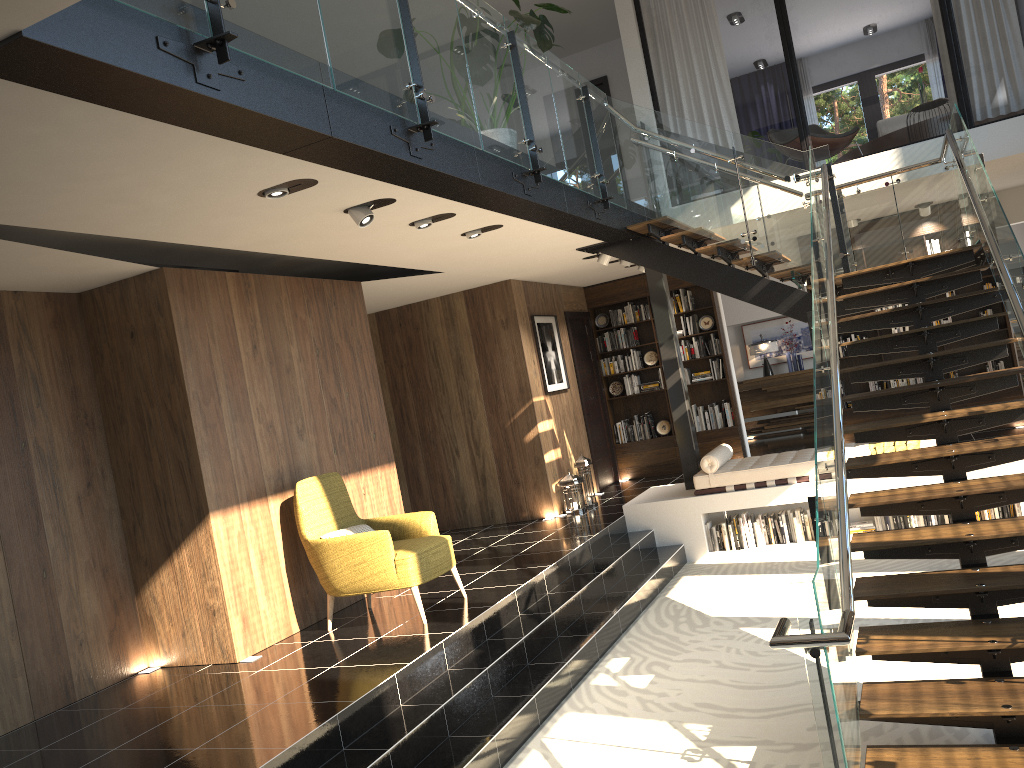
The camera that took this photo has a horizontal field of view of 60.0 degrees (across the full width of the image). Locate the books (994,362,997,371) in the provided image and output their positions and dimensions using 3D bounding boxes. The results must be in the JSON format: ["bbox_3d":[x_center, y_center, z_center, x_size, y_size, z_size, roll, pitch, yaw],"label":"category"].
[{"bbox_3d":[5.603,-0.118,10.257,0.023,0.267,0.147,-11,0,24],"label":"books"}]

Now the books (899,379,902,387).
[{"bbox_3d":[4.682,0.055,10.656,0.030,0.276,0.160,-11,0,24],"label":"books"}]

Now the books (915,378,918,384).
[{"bbox_3d":[4.840,0.040,10.589,0.023,0.246,0.148,-11,0,24],"label":"books"}]

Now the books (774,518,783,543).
[{"bbox_3d":[2.621,1.431,8.681,0.050,0.234,0.149,-11,0,24],"label":"books"}]

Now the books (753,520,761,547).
[{"bbox_3d":[2.419,1.466,8.714,0.029,0.240,0.165,-11,0,24],"label":"books"}]

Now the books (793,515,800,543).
[{"bbox_3d":[2.766,1.397,8.587,0.027,0.246,0.193,-11,0,24],"label":"books"}]

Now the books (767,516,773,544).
[{"bbox_3d":[2.548,1.433,8.726,0.023,0.260,0.133,-11,0,24],"label":"books"}]

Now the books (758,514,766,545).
[{"bbox_3d":[2.469,1.429,8.728,0.020,0.295,0.102,-11,0,24],"label":"books"}]

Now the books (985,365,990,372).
[{"bbox_3d":[5.527,-0.093,10.278,0.026,0.247,0.149,-11,0,24],"label":"books"}]

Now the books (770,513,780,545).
[{"bbox_3d":[2.576,1.415,8.685,0.028,0.282,0.172,-11,0,24],"label":"books"}]

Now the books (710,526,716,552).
[{"bbox_3d":[2.025,1.547,8.876,0.024,0.229,0.171,-11,0,24],"label":"books"}]

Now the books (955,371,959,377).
[{"bbox_3d":[5.234,-0.032,10.407,0.027,0.238,0.159,-11,0,24],"label":"books"}]

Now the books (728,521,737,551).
[{"bbox_3d":[2.193,1.502,8.785,0.027,0.254,0.204,-11,0,24],"label":"books"}]

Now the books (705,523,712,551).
[{"bbox_3d":[1.990,1.534,8.923,0.025,0.270,0.156,-11,0,24],"label":"books"}]

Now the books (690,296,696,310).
[{"bbox_3d":[2.385,-1.066,11.668,0.022,0.195,0.135,-11,0,24],"label":"books"}]

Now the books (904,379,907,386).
[{"bbox_3d":[4.741,0.042,10.653,0.031,0.280,0.141,-11,0,24],"label":"books"}]

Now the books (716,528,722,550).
[{"bbox_3d":[2.087,1.545,8.882,0.029,0.211,0.130,-11,0,24],"label":"books"}]

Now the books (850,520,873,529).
[{"bbox_3d":[3.290,1.334,8.404,0.249,0.026,0.148,-11,-1,21],"label":"books"}]

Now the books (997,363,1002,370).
[{"bbox_3d":[5.640,-0.118,10.229,0.023,0.254,0.191,-11,0,24],"label":"books"}]

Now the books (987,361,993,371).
[{"bbox_3d":[5.545,-0.137,10.269,0.030,0.326,0.194,-11,0,24],"label":"books"}]

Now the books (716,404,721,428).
[{"bbox_3d":[2.718,0.421,11.603,0.011,0.300,0.153,-11,0,24],"label":"books"}]

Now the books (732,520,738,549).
[{"bbox_3d":[2.228,1.483,8.803,0.028,0.279,0.120,-11,0,24],"label":"books"}]

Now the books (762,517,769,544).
[{"bbox_3d":[2.512,1.447,8.761,0.026,0.247,0.149,-11,0,24],"label":"books"}]

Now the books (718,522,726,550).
[{"bbox_3d":[2.111,1.517,8.873,0.030,0.256,0.145,-11,0,24],"label":"books"}]

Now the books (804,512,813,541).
[{"bbox_3d":[2.867,1.375,8.575,0.034,0.252,0.151,-11,0,24],"label":"books"}]

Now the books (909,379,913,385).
[{"bbox_3d":[4.786,0.046,10.606,0.025,0.255,0.202,-11,0,24],"label":"books"}]

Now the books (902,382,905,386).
[{"bbox_3d":[4.717,0.080,10.655,0.025,0.214,0.170,-11,0,24],"label":"books"}]

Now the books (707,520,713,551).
[{"bbox_3d":[2.004,1.523,8.899,0.024,0.286,0.130,-11,0,24],"label":"books"}]

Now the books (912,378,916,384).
[{"bbox_3d":[4.815,0.015,10.611,0.032,0.306,0.155,-11,0,24],"label":"books"}]

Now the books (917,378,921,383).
[{"bbox_3d":[4.867,0.031,10.583,0.034,0.255,0.194,-11,0,24],"label":"books"}]

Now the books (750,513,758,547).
[{"bbox_3d":[2.391,1.434,8.726,0.021,0.313,0.139,-11,0,24],"label":"books"}]

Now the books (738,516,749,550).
[{"bbox_3d":[2.290,1.455,8.740,0.028,0.309,0.211,-11,0,24],"label":"books"}]

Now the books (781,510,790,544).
[{"bbox_3d":[2.675,1.391,8.643,0.025,0.293,0.205,-11,0,24],"label":"books"}]

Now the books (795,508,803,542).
[{"bbox_3d":[2.790,1.362,8.592,0.026,0.305,0.187,-11,0,24],"label":"books"}]

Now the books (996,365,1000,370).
[{"bbox_3d":[5.625,-0.105,10.245,0.022,0.234,0.178,-11,0,24],"label":"books"}]

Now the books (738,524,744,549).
[{"bbox_3d":[2.282,1.494,8.775,0.029,0.237,0.146,-11,0,24],"label":"books"}]

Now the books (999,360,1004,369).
[{"bbox_3d":[5.657,-0.132,10.213,0.025,0.274,0.204,-11,0,24],"label":"books"}]

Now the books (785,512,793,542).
[{"bbox_3d":[2.709,1.396,8.648,0.029,0.271,0.128,-11,0,24],"label":"books"}]

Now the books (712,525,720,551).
[{"bbox_3d":[2.048,1.537,8.868,0.027,0.241,0.149,-11,0,24],"label":"books"}]

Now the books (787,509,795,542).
[{"bbox_3d":[2.728,1.373,8.637,0.023,0.308,0.126,-11,0,24],"label":"books"}]

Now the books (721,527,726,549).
[{"bbox_3d":[2.134,1.529,8.856,0.020,0.225,0.156,-11,0,24],"label":"books"}]

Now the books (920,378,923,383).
[{"bbox_3d":[4.897,0.027,10.573,0.029,0.250,0.142,-11,0,24],"label":"books"}]

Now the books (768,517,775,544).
[{"bbox_3d":[2.560,1.429,8.702,0.019,0.261,0.182,-11,0,24],"label":"books"}]

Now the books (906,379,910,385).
[{"bbox_3d":[4.767,0.028,10.639,0.032,0.298,0.169,-11,0,24],"label":"books"}]

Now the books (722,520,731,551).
[{"bbox_3d":[2.141,1.503,8.818,0.035,0.273,0.200,-11,0,24],"label":"books"}]

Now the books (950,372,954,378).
[{"bbox_3d":[5.195,-0.037,10.447,0.024,0.264,0.174,-11,0,24],"label":"books"}]

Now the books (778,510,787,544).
[{"bbox_3d":[2.643,1.394,8.643,0.033,0.299,0.195,-11,0,24],"label":"books"}]

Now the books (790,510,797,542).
[{"bbox_3d":[2.748,1.380,8.619,0.025,0.287,0.169,-11,0,24],"label":"books"}]

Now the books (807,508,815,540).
[{"bbox_3d":[2.898,1.348,8.571,0.037,0.293,0.128,-11,0,24],"label":"books"}]

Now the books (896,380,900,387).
[{"bbox_3d":[4.668,0.059,10.691,0.025,0.274,0.150,-11,0,24],"label":"books"}]

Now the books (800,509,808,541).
[{"bbox_3d":[2.831,1.361,8.573,0.023,0.293,0.157,-11,0,24],"label":"books"}]

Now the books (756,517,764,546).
[{"bbox_3d":[2.444,1.446,8.716,0.021,0.270,0.148,-11,0,24],"label":"books"}]

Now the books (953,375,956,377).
[{"bbox_3d":[5.217,-0.009,10.425,0.025,0.199,0.149,-11,0,24],"label":"books"}]

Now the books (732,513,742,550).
[{"bbox_3d":[2.239,1.459,8.766,0.030,0.322,0.202,-11,0,24],"label":"books"}]

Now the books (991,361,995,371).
[{"bbox_3d":[5.573,-0.134,10.259,0.027,0.311,0.148,-11,0,24],"label":"books"}]

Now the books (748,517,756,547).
[{"bbox_3d":[2.369,1.454,8.727,0.025,0.282,0.149,-11,0,24],"label":"books"}]

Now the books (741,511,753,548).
[{"bbox_3d":[2.330,1.433,8.743,0.051,0.338,0.187,-11,0,24],"label":"books"}]

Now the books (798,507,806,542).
[{"bbox_3d":[2.809,1.359,8.578,0.020,0.305,0.172,-11,0,24],"label":"books"}]

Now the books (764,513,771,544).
[{"bbox_3d":[2.530,1.423,8.750,0.025,0.285,0.137,-11,0,24],"label":"books"}]

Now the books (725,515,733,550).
[{"bbox_3d":[2.177,1.475,8.829,0.029,0.314,0.163,-11,0,24],"label":"books"}]
